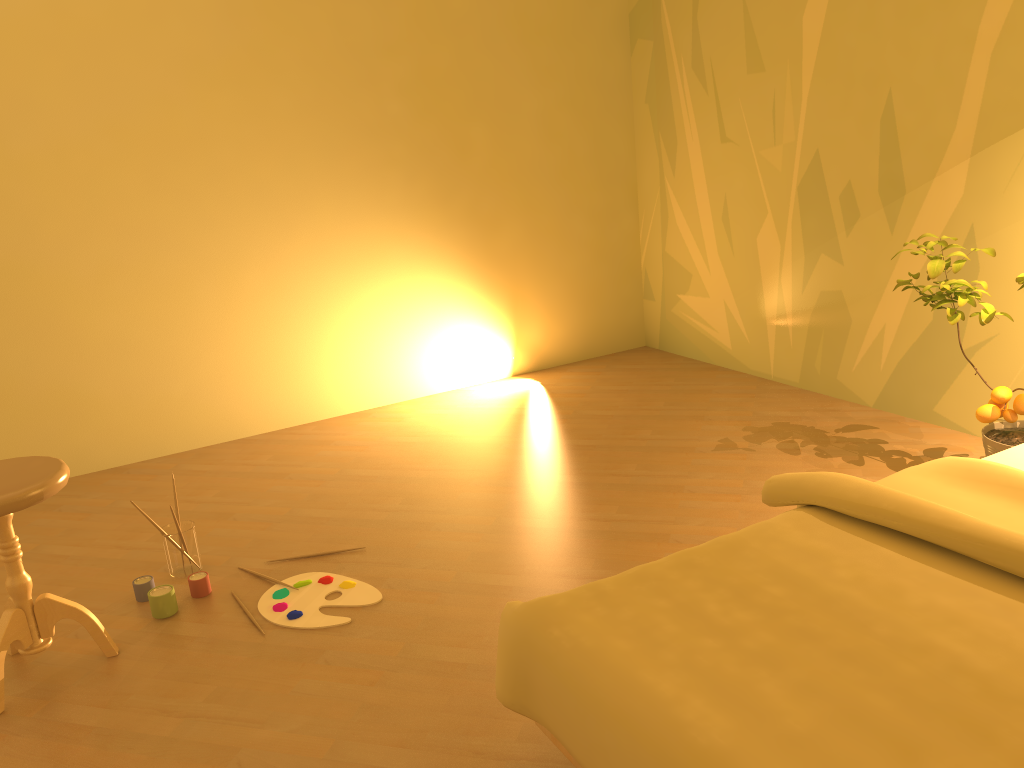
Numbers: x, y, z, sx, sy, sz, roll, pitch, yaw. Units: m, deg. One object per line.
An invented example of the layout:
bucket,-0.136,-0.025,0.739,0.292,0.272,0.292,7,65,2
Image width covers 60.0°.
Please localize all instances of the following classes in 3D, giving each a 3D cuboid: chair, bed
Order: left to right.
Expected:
chair,-1.263,0.499,2.279,0.364,0.551,0.348,-10,16,-15
bed,1.214,0.263,1.658,2.378,0.894,1.286,-13,18,-26

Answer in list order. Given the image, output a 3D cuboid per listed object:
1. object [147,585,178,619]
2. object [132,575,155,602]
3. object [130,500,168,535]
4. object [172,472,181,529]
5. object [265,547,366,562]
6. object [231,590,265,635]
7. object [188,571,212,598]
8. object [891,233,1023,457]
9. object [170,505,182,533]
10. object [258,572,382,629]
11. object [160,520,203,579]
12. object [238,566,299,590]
object,-1.019,0.636,2.590,0.073,0.073,0.073,-12,17,-21
object,-1.117,0.623,2.697,0.060,0.060,0.060,-19,21,-40
object,-1.087,0.475,2.785,0.159,0.286,0.010,-15,18,-30
object,-1.072,0.439,2.849,0.010,0.319,0.069,-5,16,0
object,-0.638,0.553,2.875,0.325,0.010,0.010,-7,16,-6
object,-0.764,0.656,2.556,0.010,0.010,0.325,-15,18,-30
object,-0.947,0.609,2.689,0.060,0.060,0.060,10,22,43
object,1.473,-0.071,2.653,0.372,0.944,0.828,-16,19,-32
object,-1.037,0.475,2.779,0.010,0.278,0.172,-9,16,-14
object,-0.577,0.627,2.588,0.366,0.014,0.288,6,19,34
object,-1.051,0.529,2.827,0.106,0.157,0.106,5,19,34
object,-0.757,0.600,2.742,0.325,0.015,0.010,8,21,40
